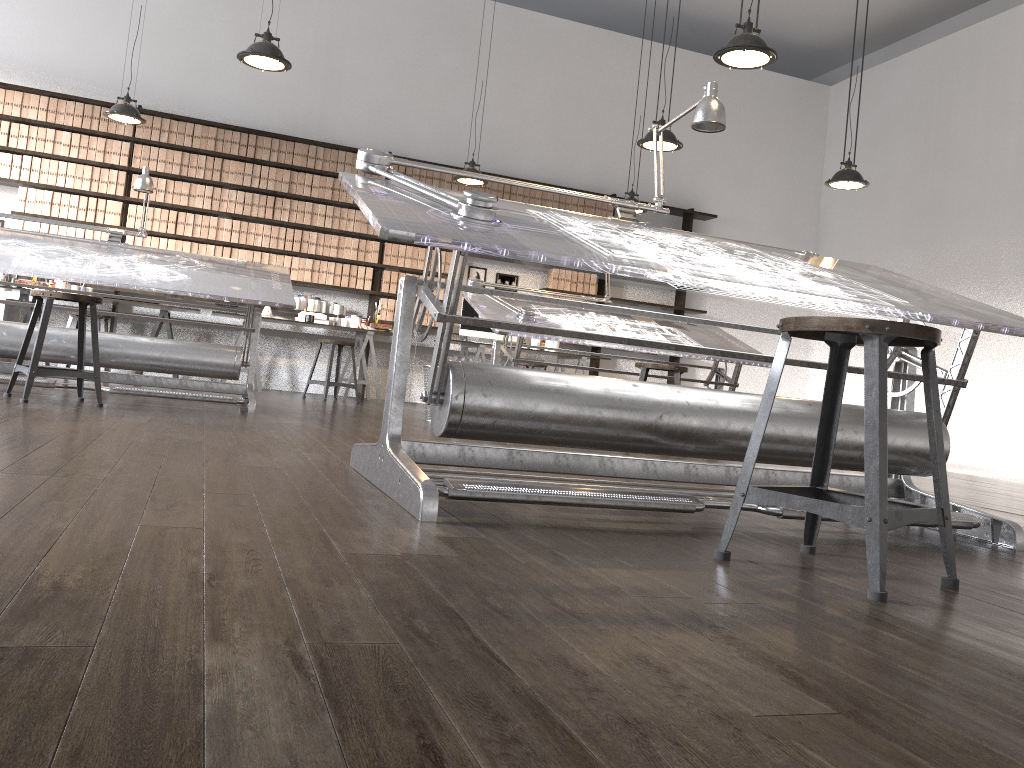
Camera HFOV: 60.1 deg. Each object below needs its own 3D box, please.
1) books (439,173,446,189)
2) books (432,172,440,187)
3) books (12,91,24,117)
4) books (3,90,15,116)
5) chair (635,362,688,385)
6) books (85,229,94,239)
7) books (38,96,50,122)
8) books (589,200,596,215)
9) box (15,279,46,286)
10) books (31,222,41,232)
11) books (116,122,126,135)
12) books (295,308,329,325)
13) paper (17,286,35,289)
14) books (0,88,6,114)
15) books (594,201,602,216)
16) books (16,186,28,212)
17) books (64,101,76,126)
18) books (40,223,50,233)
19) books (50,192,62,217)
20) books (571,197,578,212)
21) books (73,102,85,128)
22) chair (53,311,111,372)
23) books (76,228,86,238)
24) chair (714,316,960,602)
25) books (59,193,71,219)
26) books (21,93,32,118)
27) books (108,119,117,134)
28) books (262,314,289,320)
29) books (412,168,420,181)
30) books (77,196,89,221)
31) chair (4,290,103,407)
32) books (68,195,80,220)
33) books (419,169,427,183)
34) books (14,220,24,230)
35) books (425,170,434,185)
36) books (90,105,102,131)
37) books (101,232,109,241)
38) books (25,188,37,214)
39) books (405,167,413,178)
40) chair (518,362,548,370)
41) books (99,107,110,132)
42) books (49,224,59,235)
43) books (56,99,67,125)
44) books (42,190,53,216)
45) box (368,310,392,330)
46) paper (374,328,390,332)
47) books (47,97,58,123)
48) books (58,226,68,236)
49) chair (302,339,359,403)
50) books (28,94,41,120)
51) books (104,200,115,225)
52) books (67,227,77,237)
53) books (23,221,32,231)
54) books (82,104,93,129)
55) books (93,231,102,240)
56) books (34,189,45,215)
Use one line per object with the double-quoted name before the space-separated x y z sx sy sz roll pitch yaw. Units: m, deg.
"books" -0.731 -2.063 9.046 0.066 0.226 0.174 7 -2 -19
"books" -0.792 -2.069 9.020 0.067 0.226 0.174 7 -2 -19
"books" -4.333 -2.440 7.792 0.067 0.226 0.174 7 -2 -19
"books" -4.399 -2.447 7.776 0.066 0.226 0.174 7 -2 -19
"chair" 0.869 0.149 5.297 0.372 0.529 0.357 6 -2 9
"books" -3.798 -1.283 7.963 0.067 0.226 0.174 7 -2 -19
"books" -4.144 -2.420 7.859 0.067 0.226 0.174 7 -2 -19
"books" 0.835 -1.899 9.588 0.066 0.226 0.174 7 -2 -19
"box" -4.116 -0.838 7.563 0.211 0.083 0.137 6 -1 -19
"books" -4.200 -1.325 7.827 0.066 0.226 0.174 7 -2 -19
"books" -3.551 -2.358 8.067 0.066 0.226 0.174 7 -2 -19
"books" -1.866 -0.625 8.291 0.294 0.148 0.385 6 0 -19
"paper" -4.053 -0.805 7.422 0.154 0.038 0.138 6 0 -34
"books" -4.465 -2.453 7.753 0.066 0.226 0.174 7 -2 -19
"books" 0.905 -1.891 9.613 0.066 0.226 0.174 7 -2 -19
"books" -4.299 -1.608 7.794 0.067 0.226 0.174 7 -2 -19
"books" -3.948 -2.399 7.929 0.066 0.226 0.174 7 -2 -19
"books" -4.131 -1.318 7.849 0.067 0.226 0.174 7 -2 -19
"books" -4.048 -1.582 7.887 0.066 0.226 0.174 7 -2 -19
"books" 0.640 -1.919 9.519 0.066 0.226 0.174 7 -2 -19
"books" -3.879 -2.392 7.950 0.066 0.226 0.174 7 -2 -19
"chair" -3.423 -0.307 7.107 0.371 0.529 0.358 6 -2 -11
"books" -3.866 -1.290 7.940 0.066 0.226 0.174 7 -2 -19
"chair" 0.701 0.139 1.854 0.357 0.529 0.372 8 -2 -41
"books" -3.981 -1.575 7.910 0.066 0.226 0.174 7 -2 -19
"books" -4.272 -2.433 7.818 0.066 0.226 0.174 7 -2 -19
"books" -3.618 -2.365 8.048 0.066 0.226 0.174 7 -2 -19
"books" -2.186 -0.602 7.992 0.354 0.029 0.256 6 0 -19
"books" -0.989 -2.090 8.953 0.066 0.226 0.174 7 -2 -19
"books" -3.848 -1.561 7.956 0.066 0.226 0.174 7 -2 -19
"chair" -2.162 -0.168 4.239 0.357 0.529 0.372 8 -2 -41
"books" -3.913 -1.568 7.929 0.066 0.226 0.174 7 -2 -19
"books" -0.924 -2.083 8.980 0.066 0.226 0.174 7 -2 -19
"books" -4.321 -1.338 7.782 0.067 0.226 0.174 7 -2 -19
"books" -0.857 -2.076 9.003 0.066 0.226 0.174 7 -2 -19
"books" -3.753 -2.379 7.998 0.066 0.226 0.174 7 -2 -19
"books" -3.679 -1.271 8.011 0.066 0.226 0.174 7 -2 -19
"books" -4.232 -1.601 7.820 0.066 0.226 0.174 7 -2 -19
"books" -1.057 -2.097 8.935 0.066 0.226 0.174 7 -2 -19
"chair" 0.144 0.066 8.297 0.372 0.529 0.357 4 -2 39
"books" -3.683 -2.372 8.023 0.066 0.226 0.174 7 -2 -19
"books" -4.067 -1.311 7.876 0.066 0.226 0.174 7 -2 -19
"books" -4.015 -2.406 7.910 0.066 0.226 0.174 7 -2 -19
"books" -4.109 -1.588 7.859 0.067 0.226 0.174 7 -2 -19
"box" -1.268 -0.602 8.551 0.211 0.208 0.137 6 -2 -19
"paper" -1.242 -0.510 8.396 0.155 0.038 0.137 6 0 -4
"books" -4.079 -2.413 7.886 0.066 0.226 0.174 7 -2 -19
"books" -4.002 -1.305 7.900 0.066 0.226 0.174 7 -2 -19
"chair" -1.548 -0.111 7.683 0.359 0.529 0.370 4 -3 44
"books" -4.213 -2.427 7.837 0.066 0.226 0.174 7 -2 -19
"books" -3.636 -1.539 8.027 0.066 0.226 0.174 7 -2 -19
"books" -3.935 -1.298 7.919 0.066 0.226 0.174 7 -2 -19
"books" -4.259 -1.332 7.808 0.066 0.226 0.174 7 -2 -19
"books" -3.811 -2.385 7.973 0.067 0.226 0.174 7 -2 -19
"books" -3.740 -1.277 7.988 0.066 0.226 0.174 7 -2 -19
"books" -4.173 -1.595 7.842 0.066 0.226 0.174 7 -2 -19
